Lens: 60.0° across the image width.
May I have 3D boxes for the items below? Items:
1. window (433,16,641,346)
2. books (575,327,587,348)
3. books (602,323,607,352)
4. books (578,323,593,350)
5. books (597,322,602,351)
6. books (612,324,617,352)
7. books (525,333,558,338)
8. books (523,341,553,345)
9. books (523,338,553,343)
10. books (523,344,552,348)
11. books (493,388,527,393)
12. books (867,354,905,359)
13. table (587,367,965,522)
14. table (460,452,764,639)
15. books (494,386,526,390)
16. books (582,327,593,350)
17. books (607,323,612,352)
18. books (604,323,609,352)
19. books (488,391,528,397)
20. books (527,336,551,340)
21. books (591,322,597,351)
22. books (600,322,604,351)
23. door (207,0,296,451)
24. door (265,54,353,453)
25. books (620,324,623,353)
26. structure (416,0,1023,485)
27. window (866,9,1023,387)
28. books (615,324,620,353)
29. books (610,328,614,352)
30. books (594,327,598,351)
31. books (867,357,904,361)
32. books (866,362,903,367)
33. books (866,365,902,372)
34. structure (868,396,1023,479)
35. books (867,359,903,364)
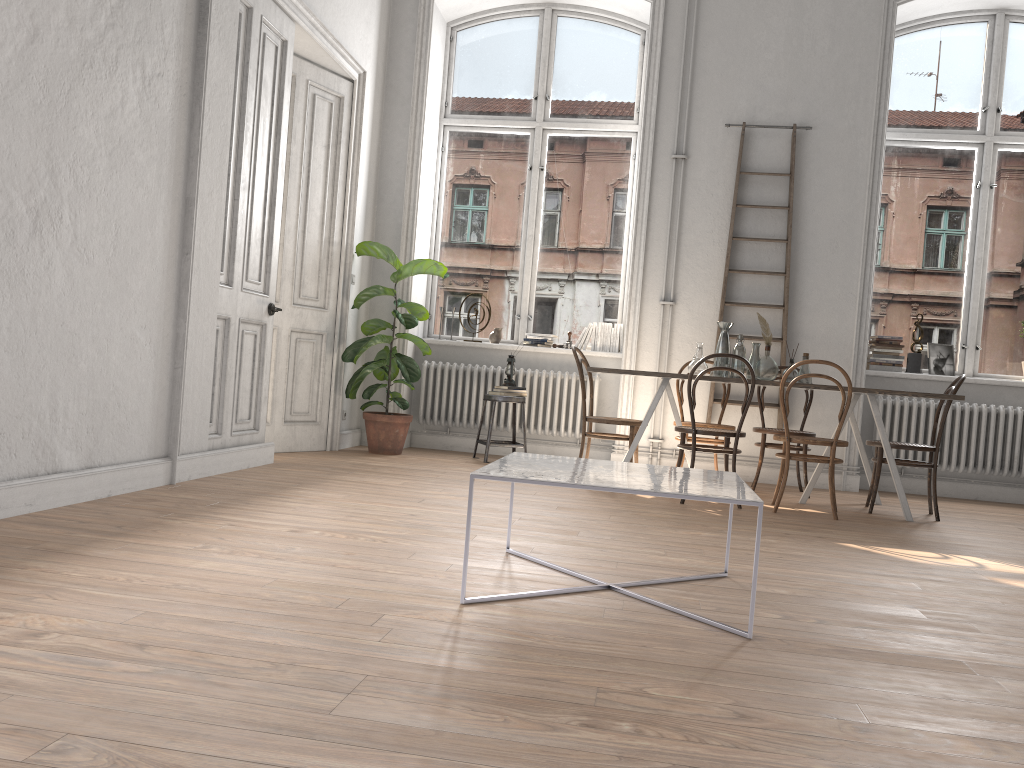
[{"bbox_3d":[0.208,-1.790,7.746,1.622,2.843,0.013,5,1,9],"label":"window"},{"bbox_3d":[0.584,-0.384,7.534,0.105,0.194,0.155,5,1,8],"label":"books"},{"bbox_3d":[0.786,-0.391,7.515,0.019,0.244,0.174,5,1,9],"label":"books"},{"bbox_3d":[0.623,-0.401,7.523,0.100,0.235,0.174,5,1,9],"label":"books"},{"bbox_3d":[0.741,-0.394,7.496,0.024,0.243,0.175,5,1,9],"label":"books"},{"bbox_3d":[0.874,-0.384,7.506,0.024,0.243,0.175,5,1,9],"label":"books"},{"bbox_3d":[0.254,-0.414,7.575,0.243,0.019,0.174,5,1,19],"label":"books"},{"bbox_3d":[0.224,-0.348,7.573,0.205,0.022,0.155,5,1,29],"label":"books"},{"bbox_3d":[0.227,-0.370,7.571,0.221,0.023,0.147,5,1,25],"label":"books"},{"bbox_3d":[0.216,-0.326,7.578,0.147,0.023,0.221,4,1,-32],"label":"books"},{"bbox_3d":[-0.018,0.054,7.060,0.232,0.029,0.162,4,1,-20],"label":"books"},{"bbox_3d":[3.000,-0.217,7.141,0.245,0.028,0.193,5,1,4],"label":"books"},{"bbox_3d":[1.605,0.369,5.872,2.200,0.780,1.100,5,1,9],"label":"table"},{"bbox_3d":[0.345,0.494,2.994,0.849,0.392,0.849,5,1,9],"label":"table"},{"bbox_3d":[-0.014,0.032,7.060,0.147,0.027,0.221,5,1,41],"label":"books"},{"bbox_3d":[0.647,-0.383,7.521,0.072,0.203,0.155,5,1,9],"label":"books"},{"bbox_3d":[0.826,-0.388,7.491,0.019,0.244,0.174,5,1,9],"label":"books"},{"bbox_3d":[0.808,-0.389,7.516,0.024,0.243,0.175,5,1,9],"label":"books"},{"bbox_3d":[-0.032,0.079,7.059,0.246,0.034,0.194,4,1,-41],"label":"books"},{"bbox_3d":[0.229,-0.390,7.559,0.205,0.020,0.155,5,1,-1],"label":"books"},{"bbox_3d":[0.698,-0.398,7.534,0.024,0.243,0.175,5,1,9],"label":"books"},{"bbox_3d":[0.764,-0.393,7.501,0.019,0.244,0.174,5,1,9],"label":"books"},{"bbox_3d":[-1.607,-0.899,5.148,0.216,2.815,1.097,5,1,10],"label":"door"},{"bbox_3d":[-1.589,-0.911,6.322,0.216,2.815,1.097,5,1,34],"label":"door"},{"bbox_3d":[0.926,-0.380,7.476,0.040,0.244,0.174,5,1,9],"label":"books"},{"bbox_3d":[1.890,-1.473,7.070,5.181,4.474,0.340,5,1,9],"label":"structure"},{"bbox_3d":[10.816,-5.329,9.073,14.383,15.938,26.397,5,1,9],"label":"window"},{"bbox_3d":[0.895,-0.382,7.483,0.024,0.243,0.175,5,1,9],"label":"books"},{"bbox_3d":[0.847,-0.367,7.490,0.020,0.205,0.155,5,1,9],"label":"books"},{"bbox_3d":[0.720,-0.377,7.510,0.020,0.205,0.155,5,1,9],"label":"books"},{"bbox_3d":[2.999,-0.196,7.140,0.255,0.014,0.192,5,1,12],"label":"books"},{"bbox_3d":[2.984,-0.155,7.128,0.249,0.023,0.175,5,1,5],"label":"books"},{"bbox_3d":[2.979,-0.123,7.130,0.248,0.043,0.192,5,1,9],"label":"books"},{"bbox_3d":[3.578,0.423,6.891,1.577,0.552,0.194,5,1,9],"label":"structure"},{"bbox_3d":[2.986,-0.178,7.127,0.249,0.023,0.175,5,1,10],"label":"books"}]
